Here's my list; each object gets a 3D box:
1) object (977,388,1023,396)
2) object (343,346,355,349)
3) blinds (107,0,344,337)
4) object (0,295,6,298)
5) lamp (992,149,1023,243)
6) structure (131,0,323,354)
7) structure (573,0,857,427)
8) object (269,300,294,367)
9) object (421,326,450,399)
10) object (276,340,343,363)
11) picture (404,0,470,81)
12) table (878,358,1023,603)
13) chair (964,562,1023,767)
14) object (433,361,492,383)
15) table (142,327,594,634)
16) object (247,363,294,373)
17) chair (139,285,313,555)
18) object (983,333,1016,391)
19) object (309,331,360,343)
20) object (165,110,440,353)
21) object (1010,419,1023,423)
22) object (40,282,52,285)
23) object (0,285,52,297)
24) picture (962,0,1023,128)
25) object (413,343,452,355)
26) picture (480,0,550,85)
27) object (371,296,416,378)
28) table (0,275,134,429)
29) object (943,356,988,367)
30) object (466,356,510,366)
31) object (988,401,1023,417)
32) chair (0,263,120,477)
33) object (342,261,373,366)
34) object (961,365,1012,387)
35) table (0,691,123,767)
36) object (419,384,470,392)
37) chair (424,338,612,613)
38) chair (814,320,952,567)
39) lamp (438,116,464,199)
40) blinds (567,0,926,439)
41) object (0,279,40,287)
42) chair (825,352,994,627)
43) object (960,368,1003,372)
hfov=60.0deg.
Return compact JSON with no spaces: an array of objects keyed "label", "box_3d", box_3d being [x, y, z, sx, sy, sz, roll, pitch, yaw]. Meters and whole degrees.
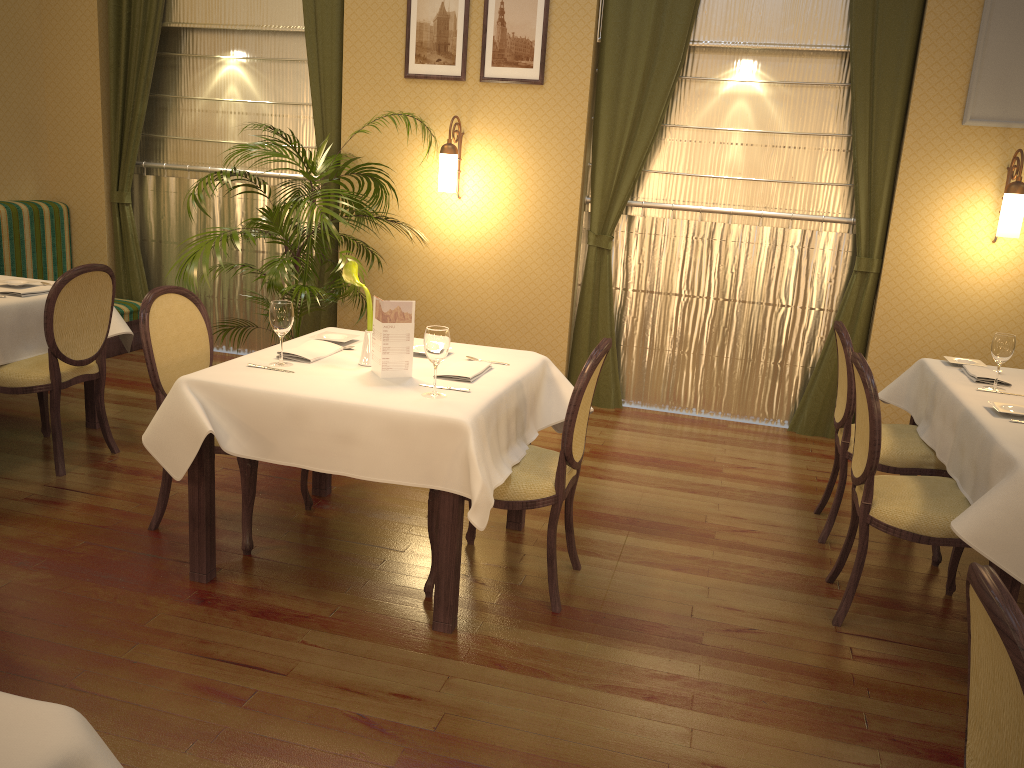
[{"label":"object","box_3d":[1.985,0.033,3.592,0.185,0.010,0.017,8,14,15]},{"label":"object","box_3d":[-0.713,-0.153,3.553,0.181,0.015,0.038,8,14,15]},{"label":"blinds","box_3d":[-1.974,-2.411,6.038,1.934,4.537,0.225,7,14,13]},{"label":"object","box_3d":[-2.433,-0.414,4.120,0.185,0.010,0.017,8,14,14]},{"label":"lamp","box_3d":[2.693,-1.019,4.833,0.114,0.513,0.323,5,14,3]},{"label":"structure","box_3d":[-1.947,-2.423,6.149,1.942,4.511,0.123,8,14,14]},{"label":"structure","box_3d":[1.425,-1.975,5.315,1.900,4.511,0.134,8,14,14]},{"label":"object","box_3d":[-0.828,-0.181,3.184,0.088,0.229,0.088,-3,16,-27]},{"label":"object","box_3d":[-0.250,-0.072,2.910,0.088,0.229,0.088,-3,16,-27]},{"label":"object","box_3d":[-0.771,-0.126,3.398,0.142,0.033,0.273,8,14,14]},{"label":"picture","box_3d":[-0.474,-2.245,5.592,0.412,0.619,0.022,8,14,14]},{"label":"table","box_3d":[2.241,0.485,3.430,1.385,0.759,2.152,8,14,14]},{"label":"chair","box_3d":[0.958,0.793,1.405,0.571,0.955,0.530,8,14,14]},{"label":"object","box_3d":[-0.178,-0.050,3.279,0.142,0.024,0.273,8,14,14]},{"label":"table","box_3d":[-0.481,0.290,3.424,1.389,0.759,1.395,8,14,15]},{"label":"object","box_3d":[-0.850,-0.056,3.129,0.185,0.010,0.017,8,14,15]},{"label":"chair","box_3d":[-1.150,0.107,3.573,0.571,0.955,0.530,8,14,14]},{"label":"object","box_3d":[2.007,-0.091,3.647,0.088,0.229,0.088,-3,16,-27]},{"label":"object","box_3d":[-0.730,-0.185,3.660,0.160,0.024,0.160,8,14,14]},{"label":"object","box_3d":[-1.226,-0.799,5.475,1.496,1.807,1.552,3,14,-5]},{"label":"object","box_3d":[1.854,0.141,3.117,0.185,0.010,0.017,8,14,15]},{"label":"object","box_3d":[-2.315,-0.502,4.500,0.181,0.015,0.038,8,14,15]},{"label":"object","box_3d":[-2.319,-0.451,4.282,0.142,0.024,0.273,8,14,14]},{"label":"picture","box_3d":[2.785,-1.784,4.792,0.512,0.769,0.027,8,14,14]},{"label":"object","box_3d":[-0.340,-0.129,3.549,0.160,0.024,0.160,8,14,14]},{"label":"picture","box_3d":[0.016,-2.180,5.472,0.412,0.619,0.022,8,14,14]},{"label":"object","box_3d":[-0.439,-0.161,3.125,0.166,0.277,0.081,9,15,20]},{"label":"table","box_3d":[-2.808,-0.019,4.000,1.385,0.759,2.152,8,14,14]},{"label":"object","box_3d":[2.104,-0.095,4.123,0.160,0.024,0.160,8,14,14]},{"label":"object","box_3d":[-0.096,-0.091,3.481,0.181,0.015,0.038,8,14,15]},{"label":"object","box_3d":[1.843,0.103,3.245,0.160,0.024,0.160,8,14,14]},{"label":"chair","box_3d":[-2.182,-0.107,4.142,0.571,0.955,0.530,8,14,14]},{"label":"object","box_3d":[-0.557,-0.263,3.289,0.163,0.375,0.076,14,17,35]},{"label":"object","box_3d":[2.064,-0.036,3.862,0.142,0.033,0.273,8,14,14]},{"label":"table","box_3d":[-1.182,0.866,0.883,1.389,0.759,1.395,8,14,15]},{"label":"object","box_3d":[-0.232,0.011,3.035,0.185,0.010,0.017,8,14,14]},{"label":"chair","box_3d":[0.032,0.276,3.231,0.571,0.955,0.530,8,14,14]},{"label":"chair","box_3d":[1.652,0.223,3.922,0.571,0.955,0.530,8,14,14]},{"label":"lamp","box_3d":[-0.384,-1.427,5.589,0.114,0.513,0.323,5,14,3]},{"label":"blinds","box_3d":[1.402,-1.961,5.198,1.878,4.537,0.129,8,14,14]},{"label":"object","box_3d":[-2.474,-0.499,4.425,0.160,0.024,0.160,8,14,14]},{"label":"chair","box_3d":[1.452,0.387,3.195,0.571,0.955,0.530,8,14,14]},{"label":"object","box_3d":[2.122,-0.063,4.016,0.181,0.015,0.038,8,14,15]}]
